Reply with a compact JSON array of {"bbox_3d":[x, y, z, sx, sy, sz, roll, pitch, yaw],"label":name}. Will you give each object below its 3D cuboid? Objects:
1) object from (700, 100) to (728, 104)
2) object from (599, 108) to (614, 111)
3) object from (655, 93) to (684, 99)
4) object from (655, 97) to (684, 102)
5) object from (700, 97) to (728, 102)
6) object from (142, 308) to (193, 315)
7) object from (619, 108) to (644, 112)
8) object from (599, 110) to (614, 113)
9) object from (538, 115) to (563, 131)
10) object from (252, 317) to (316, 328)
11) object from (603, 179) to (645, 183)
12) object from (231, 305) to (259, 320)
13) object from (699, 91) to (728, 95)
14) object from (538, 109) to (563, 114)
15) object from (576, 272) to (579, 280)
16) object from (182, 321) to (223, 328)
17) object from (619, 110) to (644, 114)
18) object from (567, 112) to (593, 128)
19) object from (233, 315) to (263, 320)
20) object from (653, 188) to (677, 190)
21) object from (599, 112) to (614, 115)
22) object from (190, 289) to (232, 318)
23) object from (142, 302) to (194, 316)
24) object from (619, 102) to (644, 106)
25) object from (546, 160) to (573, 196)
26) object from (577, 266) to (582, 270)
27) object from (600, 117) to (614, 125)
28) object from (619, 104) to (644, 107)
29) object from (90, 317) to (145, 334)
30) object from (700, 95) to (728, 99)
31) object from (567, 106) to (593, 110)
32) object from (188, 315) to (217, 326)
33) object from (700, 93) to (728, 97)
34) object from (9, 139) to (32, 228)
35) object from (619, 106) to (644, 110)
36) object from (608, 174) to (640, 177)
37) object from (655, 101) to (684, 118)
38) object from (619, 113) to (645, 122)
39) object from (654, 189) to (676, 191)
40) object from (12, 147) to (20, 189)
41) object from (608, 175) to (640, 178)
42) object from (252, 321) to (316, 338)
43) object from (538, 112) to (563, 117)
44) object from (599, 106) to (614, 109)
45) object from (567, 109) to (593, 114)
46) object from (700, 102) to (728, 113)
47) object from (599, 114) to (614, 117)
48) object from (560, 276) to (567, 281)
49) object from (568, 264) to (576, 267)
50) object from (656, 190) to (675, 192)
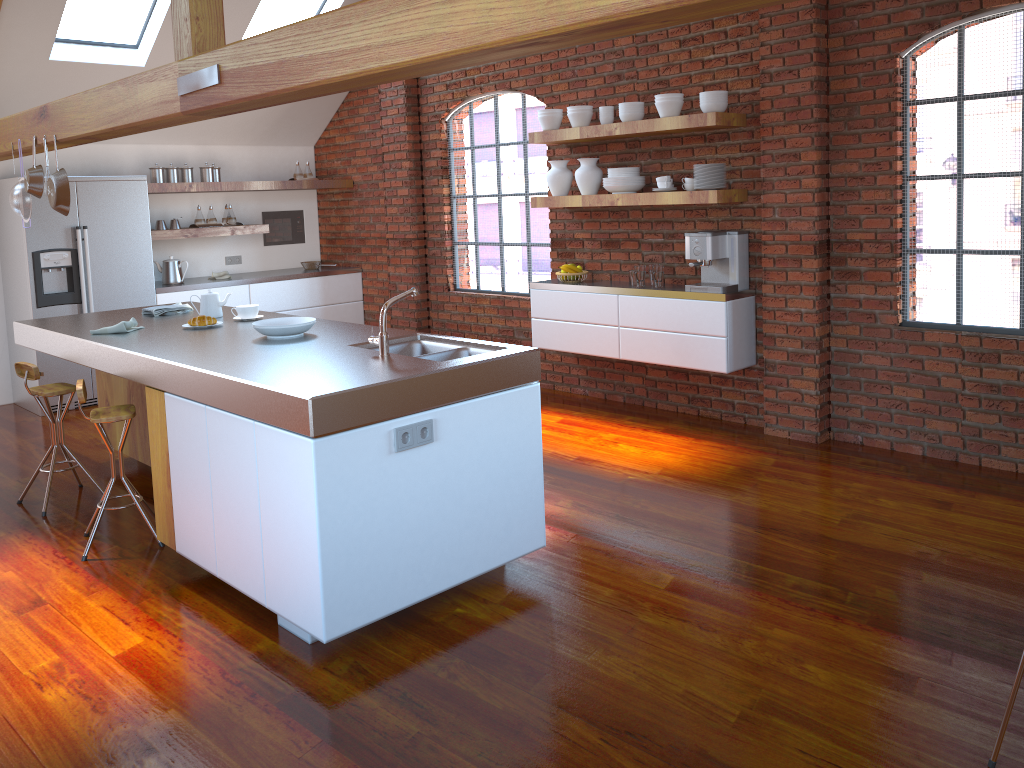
[{"bbox_3d":[1.210,-1.664,5.273,0.165,0.060,0.168,-3,11,-4],"label":"object"},{"bbox_3d":[0.635,-1.814,5.902,0.099,0.060,0.100,-3,10,-4],"label":"object"},{"bbox_3d":[0.980,-1.747,5.477,0.180,0.102,0.184,1,11,16],"label":"object"},{"bbox_3d":[0.981,-1.724,5.479,0.180,0.102,0.184,1,11,16],"label":"object"},{"bbox_3d":[1.209,-1.677,5.272,0.165,0.060,0.168,-3,11,-4],"label":"object"},{"bbox_3d":[-1.988,-0.421,5.080,0.231,0.026,0.168,0,12,11],"label":"object"},{"bbox_3d":[0.780,-1.759,5.732,0.166,0.060,0.167,7,15,40],"label":"object"},{"bbox_3d":[0.636,-1.803,5.903,0.099,0.060,0.100,-3,10,-4],"label":"object"},{"bbox_3d":[0.271,-1.820,6.162,0.180,0.102,0.184,-4,10,-8],"label":"object"},{"bbox_3d":[-1.032,-0.258,3.996,0.281,0.054,0.287,2,12,18],"label":"object"},{"bbox_3d":[0.742,-1.321,5.824,0.282,0.054,0.286,4,13,29],"label":"object"},{"bbox_3d":[-1.390,-0.376,4.622,0.125,0.068,0.118,4,12,30],"label":"object"},{"bbox_3d":[1.208,-1.715,5.268,0.165,0.060,0.168,-3,11,-4],"label":"object"},{"bbox_3d":[0.269,-1.864,6.158,0.180,0.102,0.184,-4,10,-8],"label":"object"},{"bbox_3d":[0.459,-0.779,6.300,0.070,0.068,0.069,-8,10,-34],"label":"object"},{"bbox_3d":[-1.548,-0.293,4.403,0.195,0.013,0.197,-7,13,-22],"label":"object"},{"bbox_3d":[0.781,-1.746,5.734,0.166,0.060,0.167,7,15,40],"label":"object"},{"bbox_3d":[0.467,-1.796,6.011,0.180,0.102,0.184,-4,10,-8],"label":"object"},{"bbox_3d":[-1.385,-0.346,4.623,0.154,0.012,0.156,-6,12,-15],"label":"object"},{"bbox_3d":[0.964,-1.226,5.554,0.154,0.012,0.156,-1,12,7],"label":"object"},{"bbox_3d":[0.636,-1.789,5.904,0.099,0.060,0.100,-3,10,-4],"label":"object"},{"bbox_3d":[-1.626,-0.437,4.762,0.199,0.154,0.119,-10,11,-37],"label":"object"},{"bbox_3d":[-1.974,-0.429,5.046,0.235,0.049,0.166,-13,16,-43],"label":"object"},{"bbox_3d":[0.779,-1.797,5.729,0.166,0.060,0.167,7,15,40],"label":"object"},{"bbox_3d":[0.338,-1.459,6.250,0.192,0.246,0.195,-3,8,-4],"label":"object"},{"bbox_3d":[0.479,-0.821,6.270,0.047,0.045,0.055,-3,9,-2],"label":"object"},{"bbox_3d":[0.637,-1.760,5.907,0.099,0.060,0.100,-3,10,-4],"label":"object"},{"bbox_3d":[0.779,-1.784,5.730,0.166,0.060,0.167,7,15,40],"label":"object"},{"bbox_3d":[-1.963,-0.292,4.364,0.195,0.061,0.208,-1,12,8],"label":"object"},{"bbox_3d":[1.209,-1.690,5.270,0.165,0.060,0.168,-3,11,-4],"label":"object"},{"bbox_3d":[0.466,-1.839,6.007,0.180,0.102,0.184,-4,10,-8],"label":"object"},{"bbox_3d":[-1.553,-0.319,4.412,0.138,0.050,0.063,-8,11,-25],"label":"object"},{"bbox_3d":[1.208,-1.702,5.269,0.165,0.060,0.168,-3,11,-4],"label":"object"},{"bbox_3d":[-2.934,-1.182,5.204,0.085,0.523,0.274,-7,8,-43],"label":"object"},{"bbox_3d":[0.780,-1.772,5.731,0.166,0.060,0.167,7,15,40],"label":"object"},{"bbox_3d":[0.741,-1.359,5.821,0.214,0.054,0.216,7,15,37],"label":"object"},{"bbox_3d":[0.982,-1.703,5.481,0.180,0.102,0.184,1,11,16],"label":"object"},{"bbox_3d":[0.781,-1.729,5.735,0.166,0.060,0.167,7,15,40],"label":"object"},{"bbox_3d":[0.964,-1.221,5.554,0.154,0.012,0.156,-1,12,7],"label":"object"},{"bbox_3d":[-3.037,-1.332,5.386,0.023,0.285,0.059,-5,6,-28],"label":"object"},{"bbox_3d":[0.741,-1.349,5.822,0.214,0.054,0.216,7,15,37],"label":"object"},{"bbox_3d":[-1.032,-0.248,3.997,0.281,0.054,0.287,2,12,18],"label":"object"},{"bbox_3d":[0.270,-1.841,6.160,0.180,0.102,0.184,-4,10,-8],"label":"object"},{"bbox_3d":[0.635,-1.827,5.901,0.099,0.060,0.100,-3,10,-4],"label":"object"},{"bbox_3d":[0.467,-1.817,6.009,0.180,0.102,0.184,-4,10,-8],"label":"object"},{"bbox_3d":[1.210,-1.648,5.274,0.165,0.060,0.168,-3,11,-4],"label":"object"},{"bbox_3d":[0.637,-1.776,5.906,0.099,0.060,0.100,-3,10,-4],"label":"object"},{"bbox_3d":[0.368,-0.754,6.250,0.046,0.045,0.056,-4,9,-11],"label":"object"},{"bbox_3d":[0.427,-0.829,6.283,0.070,0.060,0.069,-7,10,-27],"label":"object"},{"bbox_3d":[0.964,-1.217,5.555,0.154,0.012,0.156,-1,12,7],"label":"object"}]
